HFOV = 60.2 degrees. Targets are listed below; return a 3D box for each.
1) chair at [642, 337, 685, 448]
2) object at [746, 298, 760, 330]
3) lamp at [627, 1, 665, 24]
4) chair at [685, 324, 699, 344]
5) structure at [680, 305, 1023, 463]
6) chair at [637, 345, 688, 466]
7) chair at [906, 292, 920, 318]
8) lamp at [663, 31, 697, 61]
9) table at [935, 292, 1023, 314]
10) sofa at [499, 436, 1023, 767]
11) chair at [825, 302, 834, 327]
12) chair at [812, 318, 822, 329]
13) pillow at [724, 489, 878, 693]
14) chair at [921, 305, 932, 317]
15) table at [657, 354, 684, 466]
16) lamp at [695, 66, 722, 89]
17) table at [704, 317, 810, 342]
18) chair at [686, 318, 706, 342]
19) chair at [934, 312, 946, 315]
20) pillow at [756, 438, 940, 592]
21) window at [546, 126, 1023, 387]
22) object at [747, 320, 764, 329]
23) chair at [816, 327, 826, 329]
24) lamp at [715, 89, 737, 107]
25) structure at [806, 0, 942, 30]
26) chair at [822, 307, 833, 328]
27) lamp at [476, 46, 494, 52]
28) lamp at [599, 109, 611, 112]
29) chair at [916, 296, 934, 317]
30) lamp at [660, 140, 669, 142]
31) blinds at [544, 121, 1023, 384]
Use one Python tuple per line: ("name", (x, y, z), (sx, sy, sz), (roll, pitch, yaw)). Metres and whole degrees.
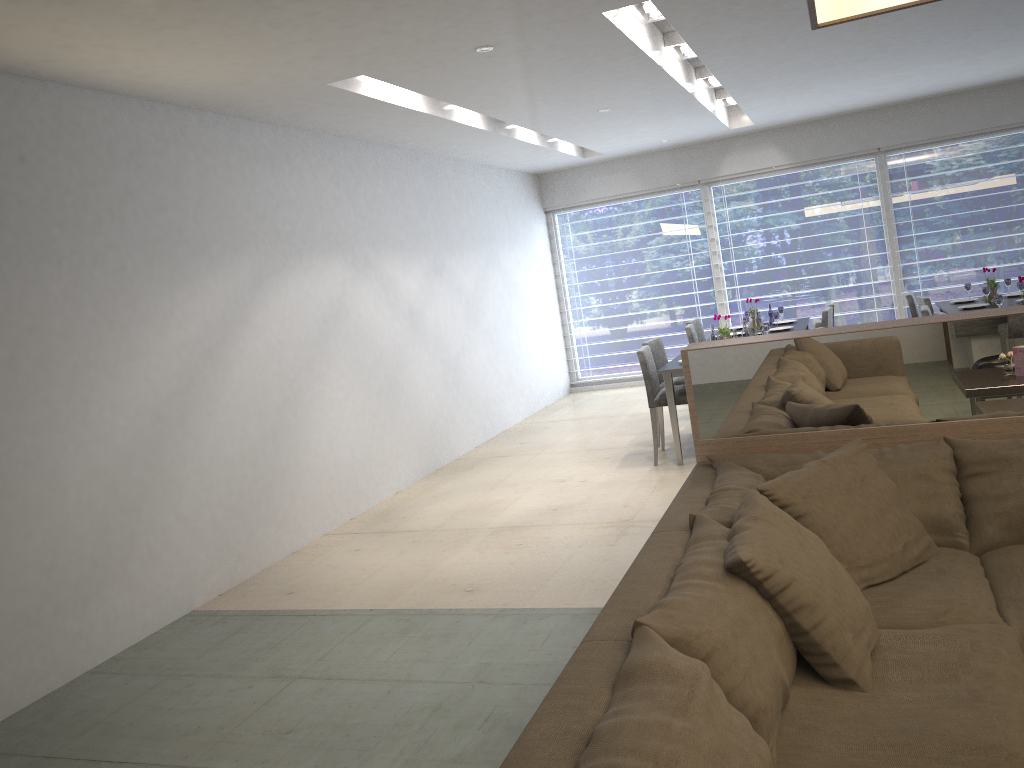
("chair", (1.295, 0.027, 6.492), (0.490, 0.759, 0.481), (-7, 4, 26))
("object", (2.058, -0.599, 7.502), (0.103, 0.275, 0.156), (-8, 3, 19))
("lamp", (0.755, -2.041, 4.734), (0.226, 0.101, 0.492), (-6, 7, 21))
("chair", (1.755, -0.142, 7.373), (0.491, 0.759, 0.480), (-8, 3, 16))
("structure", (2.447, 0.177, 2.540), (3.760, 1.005, 0.225), (-6, 3, 21))
("chair", (1.163, 0.105, 5.981), (0.491, 0.759, 0.480), (-8, 3, 16))
("chair", (3.546, -0.395, 7.237), (0.490, 0.759, 0.481), (-7, 4, 26))
("lamp", (1.157, -2.223, 5.798), (0.226, 0.101, 0.492), (-6, 7, 21))
("table", (3.801, -0.327, 6.859), (0.774, 0.632, 1.199), (-7, 6, 21))
("sofa", (1.856, 0.616, 0.950), (3.753, 0.673, 3.207), (-6, 7, 21))
("chair", (2.559, -0.292, 7.631), (0.491, 0.759, 0.480), (-8, 3, 16))
("chair", (1.973, -0.047, 6.248), (0.491, 0.759, 0.480), (-8, 3, 16))
("pillow", (0.669, 0.462, 2.061), (0.311, 0.338, 0.498), (-7, 5, 16))
("chair", (3.011, -0.154, 5.822), (0.490, 0.759, 0.481), (-7, 4, 26))
("table", (1.550, 0.095, 6.114), (0.774, 0.632, 1.199), (-7, 6, 21))
("lamp", (1.602, -2.423, 6.974), (0.226, 0.101, 0.492), (-6, 7, 21))
("table", (2.143, -0.152, 7.507), (0.774, 0.632, 1.199), (-7, 6, 21))
("chair", (1.888, -0.220, 7.885), (0.490, 0.759, 0.481), (-7, 4, 26))
("chair", (2.879, -0.077, 5.310), (0.491, 0.759, 0.480), (-8, 3, 16))
("pillow", (0.941, 0.377, 2.475), (0.506, 0.355, 0.296), (-12, 5, -36))
("window", (3.842, -1.344, 8.917), (7.077, 2.066, 0.160), (-6, 3, 21))
("object", (2.089, -0.522, 7.567), (0.203, 0.099, 0.070), (-9, 4, -9))
("chair", (1.763, 0.045, 5.717), (0.480, 0.759, 0.490), (-11, 4, -38))
("lamp", (1.994, -2.599, 8.012), (0.226, 0.101, 0.492), (-6, 7, 21))
("structure", (1.472, -1.206, 0.860), (2.433, 0.616, 2.467), (-6, 7, 21))
("chair", (2.360, -0.204, 7.126), (0.490, 0.759, 0.481), (-7, 4, 26))
("lamp", (-0.135, -1.662, 4.389), (0.089, 0.007, 0.089), (-11, 7, -23))
("lamp", (0.689, -2.033, 6.568), (0.089, 0.007, 0.089), (-11, 7, -23))
("chair", (3.414, -0.317, 6.725), (0.491, 0.759, 0.480), (-8, 3, 16))
("lamp", (1.512, -2.404, 8.746), (0.089, 0.007, 0.089), (-11, 7, -23))
("blinds", (3.791, -1.353, 8.822), (7.072, 2.037, 0.045), (-6, 3, 21))
